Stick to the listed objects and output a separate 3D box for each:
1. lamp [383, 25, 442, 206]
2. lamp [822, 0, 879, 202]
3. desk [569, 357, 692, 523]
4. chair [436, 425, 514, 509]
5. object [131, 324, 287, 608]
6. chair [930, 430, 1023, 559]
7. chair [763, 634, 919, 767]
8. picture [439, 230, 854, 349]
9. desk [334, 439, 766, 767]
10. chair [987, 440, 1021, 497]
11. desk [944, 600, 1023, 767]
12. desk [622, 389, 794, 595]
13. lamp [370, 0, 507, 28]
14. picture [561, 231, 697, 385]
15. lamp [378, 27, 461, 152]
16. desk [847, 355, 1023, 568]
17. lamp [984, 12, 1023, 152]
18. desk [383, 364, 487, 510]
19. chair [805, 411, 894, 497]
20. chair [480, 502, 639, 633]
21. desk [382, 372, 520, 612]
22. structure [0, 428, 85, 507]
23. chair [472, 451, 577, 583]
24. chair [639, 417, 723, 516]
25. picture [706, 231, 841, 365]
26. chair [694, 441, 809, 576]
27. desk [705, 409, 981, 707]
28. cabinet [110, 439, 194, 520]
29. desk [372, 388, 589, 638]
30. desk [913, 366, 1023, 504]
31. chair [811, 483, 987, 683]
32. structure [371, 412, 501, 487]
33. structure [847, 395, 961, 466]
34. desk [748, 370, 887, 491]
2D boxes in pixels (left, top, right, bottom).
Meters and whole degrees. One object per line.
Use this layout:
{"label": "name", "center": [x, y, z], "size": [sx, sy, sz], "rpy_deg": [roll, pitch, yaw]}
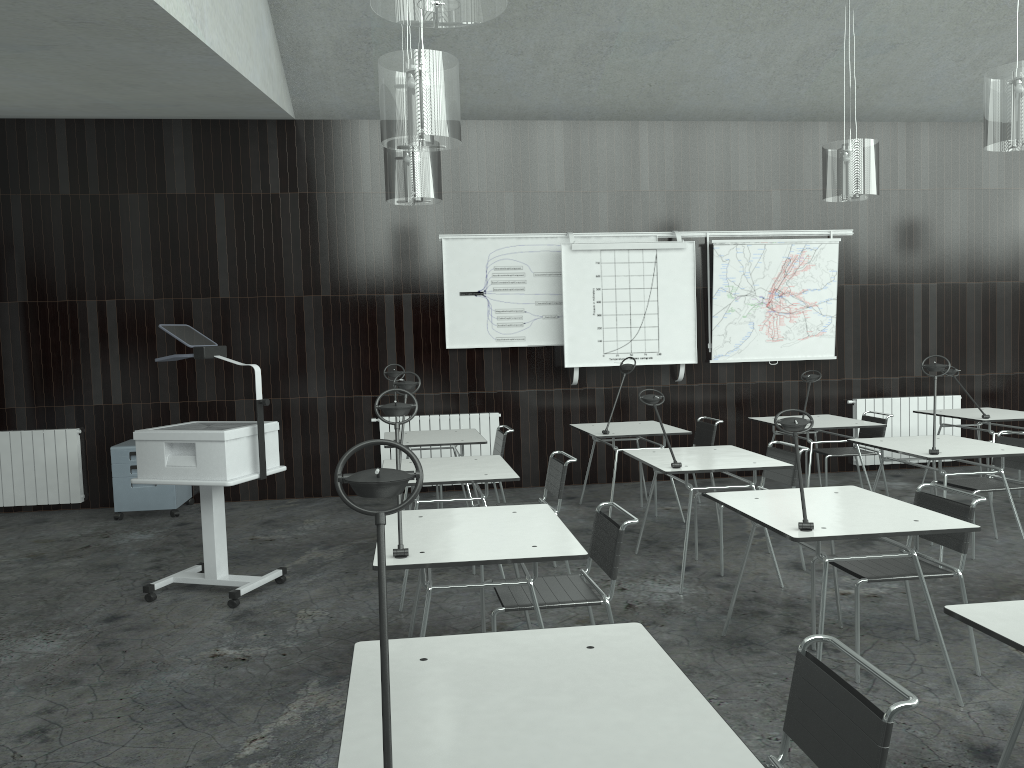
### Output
{"label": "lamp", "center": [-0.650, -2.171, 5.602], "size": [0.359, 1.761, 0.350], "rpy_deg": [-2, 3, -7]}
{"label": "lamp", "center": [2.277, -2.281, 5.975], "size": [0.359, 1.761, 0.350], "rpy_deg": [-2, 3, -7]}
{"label": "desk", "center": [0.870, 0.427, 6.685], "size": [0.700, 1.321, 0.900], "rpy_deg": [-2, 3, -9]}
{"label": "chair", "center": [-0.272, 0.747, 6.521], "size": [0.555, 0.765, 0.428], "rpy_deg": [-2, 3, -9]}
{"label": "object", "center": [-1.614, 0.455, 4.820], "size": [0.680, 1.639, 0.559], "rpy_deg": [-1, 4, 17]}
{"label": "chair", "center": [2.886, 0.724, 5.345], "size": [0.555, 0.765, 0.428], "rpy_deg": [-2, 4, -12]}
{"label": "chair", "center": [0.460, 1.012, 1.769], "size": [0.555, 0.765, 0.428], "rpy_deg": [-2, 3, -6]}
{"label": "picture", "center": [1.275, -0.962, 7.968], "size": [3.818, 1.102, 0.050], "rpy_deg": [-2, 3, -7]}
{"label": "desk", "center": [0.031, 0.752, 1.713], "size": [0.700, 1.321, 0.900], "rpy_deg": [-2, 3, -7]}
{"label": "chair", "center": [4.188, 0.578, 7.119], "size": [0.555, 0.765, 0.428], "rpy_deg": [-2, 3, -8]}
{"label": "desk", "center": [1.502, 0.783, 1.870], "size": [0.700, 1.153, 0.900], "rpy_deg": [-2, 3, -7]}
{"label": "desk", "center": [1.081, 0.604, 5.043], "size": [0.700, 1.153, 0.900], "rpy_deg": [-2, 3, -7]}
{"label": "lamp", "center": [-0.234, -2.526, 2.241], "size": [0.359, 2.848, 0.350], "rpy_deg": [-2, 3, -7]}
{"label": "picture", "center": [1.019, -0.752, 7.838], "size": [1.191, 1.508, 0.254], "rpy_deg": [-2, 3, -7]}
{"label": "lamp", "center": [-0.441, -2.349, 3.913], "size": [0.359, 2.307, 0.350], "rpy_deg": [-2, 3, -7]}
{"label": "desk", "center": [2.541, 0.462, 5.272], "size": [0.700, 1.321, 0.900], "rpy_deg": [-2, 3, -7]}
{"label": "lamp", "center": [2.485, -2.460, 4.287], "size": [0.359, 2.307, 0.350], "rpy_deg": [-2, 3, -7]}
{"label": "desk", "center": [-0.573, 0.484, 6.451], "size": [0.700, 1.321, 0.900], "rpy_deg": [-2, 3, -8]}
{"label": "chair", "center": [2.619, 0.639, 6.887], "size": [0.555, 0.765, 0.428], "rpy_deg": [-2, 3, -5]}
{"label": "chair", "center": [0.175, 0.925, 3.358], "size": [0.555, 0.765, 0.428], "rpy_deg": [-2, 3, -8]}
{"label": "desk", "center": [-0.359, 0.573, 4.878], "size": [0.700, 1.321, 0.900], "rpy_deg": [-2, 3, -7]}
{"label": "structure", "center": [-4.149, 0.776, 7.344], "size": [1.129, 0.688, 0.079], "rpy_deg": [-2, 3, -7]}
{"label": "chair", "center": [0.065, 0.832, 4.948], "size": [0.555, 0.765, 0.428], "rpy_deg": [-2, 4, -10]}
{"label": "chair", "center": [1.294, 0.686, 6.766], "size": [0.555, 0.765, 0.428], "rpy_deg": [-2, 3, -9]}
{"label": "picture", "center": [2.379, -0.865, 8.048], "size": [1.211, 1.342, 0.163], "rpy_deg": [-2, 3, -7]}
{"label": "chair", "center": [1.386, 0.782, 5.134], "size": [0.555, 0.765, 0.428], "rpy_deg": [-2, 4, -11]}
{"label": "desk", "center": [1.259, 0.690, 3.529], "size": [0.700, 1.153, 0.900], "rpy_deg": [-2, 3, -7]}
{"label": "cabinet", "center": [-2.930, 0.846, 7.251], "size": [0.502, 0.648, 0.598], "rpy_deg": [-2, 3, -8]}
{"label": "desk", "center": [-0.143, 0.662, 3.293], "size": [0.700, 1.321, 0.900], "rpy_deg": [-2, 3, -6]}
{"label": "desk", "center": [3.767, 0.403, 7.047], "size": [0.700, 1.153, 0.900], "rpy_deg": [-2, 3, -8]}
{"label": "chair", "center": [1.558, 0.870, 3.592], "size": [0.555, 0.765, 0.428], "rpy_deg": [-2, 3, -7]}
{"label": "structure", "center": [-0.650, 0.645, 7.791], "size": [1.129, 0.688, 0.079], "rpy_deg": [-2, 3, -7]}
{"label": "structure", "center": [3.695, 0.481, 8.346], "size": [1.129, 0.688, 0.079], "rpy_deg": [-2, 3, -7]}
{"label": "desk", "center": [2.320, 0.459, 6.825], "size": [0.700, 1.153, 0.900], "rpy_deg": [-2, 3, -7]}
